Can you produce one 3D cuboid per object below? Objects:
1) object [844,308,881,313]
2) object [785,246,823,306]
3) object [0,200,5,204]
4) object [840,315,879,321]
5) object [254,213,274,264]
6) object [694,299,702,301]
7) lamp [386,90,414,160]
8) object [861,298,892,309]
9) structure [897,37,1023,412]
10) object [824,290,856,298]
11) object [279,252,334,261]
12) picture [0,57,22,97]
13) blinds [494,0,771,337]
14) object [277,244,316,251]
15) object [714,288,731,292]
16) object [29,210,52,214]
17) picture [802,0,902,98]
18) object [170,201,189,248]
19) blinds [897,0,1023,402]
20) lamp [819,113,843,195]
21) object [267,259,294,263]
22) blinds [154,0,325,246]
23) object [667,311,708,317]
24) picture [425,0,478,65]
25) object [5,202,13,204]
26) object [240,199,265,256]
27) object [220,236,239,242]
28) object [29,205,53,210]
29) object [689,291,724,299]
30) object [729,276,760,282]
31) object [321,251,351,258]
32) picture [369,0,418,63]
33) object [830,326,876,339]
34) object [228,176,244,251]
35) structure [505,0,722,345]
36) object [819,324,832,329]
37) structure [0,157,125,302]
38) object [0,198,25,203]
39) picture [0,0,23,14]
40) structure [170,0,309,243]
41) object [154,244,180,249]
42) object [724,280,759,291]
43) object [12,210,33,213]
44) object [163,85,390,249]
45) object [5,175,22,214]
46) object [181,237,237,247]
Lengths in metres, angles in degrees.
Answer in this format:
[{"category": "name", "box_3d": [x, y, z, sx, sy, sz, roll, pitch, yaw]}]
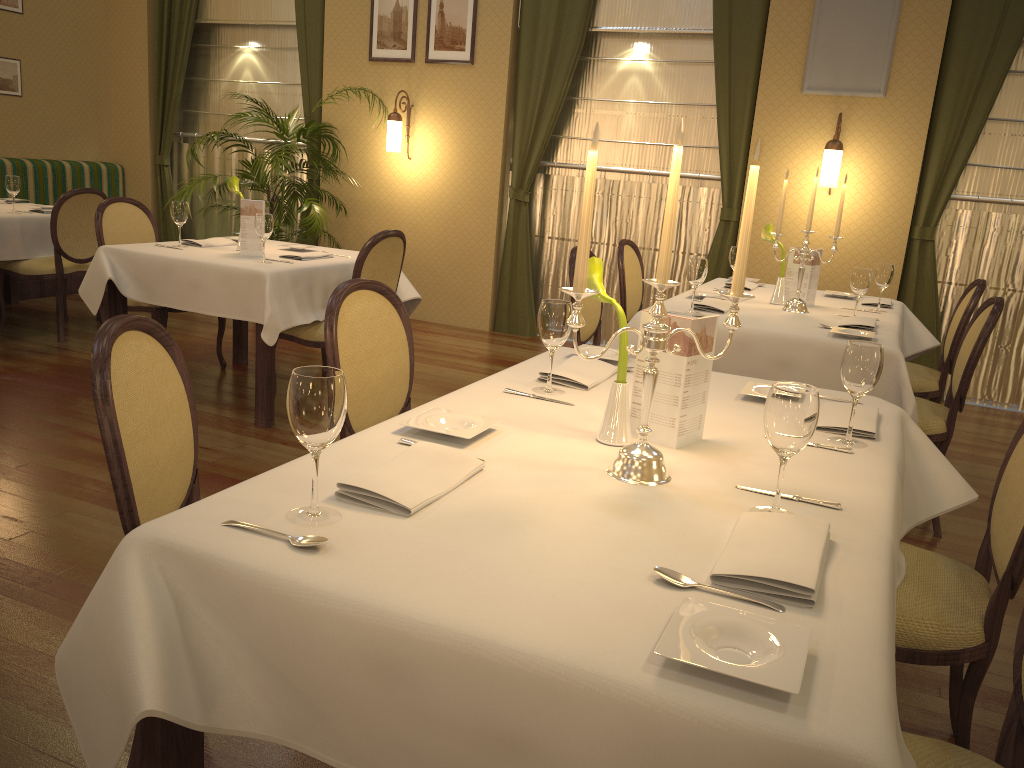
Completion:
[{"category": "object", "box_3d": [1.673, -0.357, 4.263, 0.185, 0.010, 0.017, 10, 15, 22]}, {"category": "object", "box_3d": [1.406, -0.511, 4.248, 0.166, 0.277, 0.081, 3, 14, -6]}, {"category": "object", "box_3d": [-3.647, -1.255, 6.081, 0.142, 0.033, 0.273, 10, 15, 22]}, {"category": "object", "box_3d": [1.559, -0.303, 4.006, 0.185, 0.010, 0.017, 10, 15, 22]}, {"category": "object", "box_3d": [-1.172, -0.688, 4.191, 0.088, 0.229, 0.088, 0, 15, -19]}, {"category": "object", "box_3d": [0.928, -0.379, 4.101, 0.185, 0.010, 0.017, 11, 15, 23]}, {"category": "lamp", "box_3d": [-0.872, -2.010, 6.872, 0.114, 0.513, 0.323, 8, 14, 11]}, {"category": "object", "box_3d": [1.881, -0.420, 4.569, 0.142, 0.024, 0.273, 10, 15, 22]}, {"category": "structure", "box_3d": [3.571, -1.995, 5.277, 1.898, 4.511, 0.137, 10, 15, 22]}, {"category": "object", "box_3d": [1.750, -0.473, 4.733, 0.160, 0.024, 0.160, 10, 15, 22]}, {"category": "object", "box_3d": [-1.052, -0.657, 4.546, 0.142, 0.024, 0.273, 10, 15, 22]}, {"category": "picture", "box_3d": [-4.150, -2.489, 7.148, 0.008, 0.294, 0.437, 10, 15, 22]}, {"category": "blinds", "box_3d": [0.864, -2.470, 6.241, 1.878, 4.537, 0.129, 10, 15, 22]}, {"category": "object", "box_3d": [-1.170, -0.740, 4.836, 0.160, 0.024, 0.160, 10, 15, 22]}, {"category": "object", "box_3d": [1.128, -0.474, 4.554, 0.185, 0.010, 0.017, 11, 15, 23]}, {"category": "object", "box_3d": [-3.013, -1.139, 5.839, 0.142, 0.024, 0.273, 10, 15, 22]}, {"category": "picture", "box_3d": [2.169, -2.238, 5.645, 0.512, 0.769, 0.027, 10, 15, 22]}, {"category": "object", "box_3d": [-1.702, -0.818, 4.542, 0.088, 0.229, 0.088, 0, 15, -19]}, {"category": "blinds", "box_3d": [3.532, -1.983, 5.164, 1.876, 4.537, 0.129, 10, 15, 22]}, {"category": "lamp", "box_3d": [2.048, -1.477, 5.693, 0.114, 0.513, 0.323, 8, 14, 11]}, {"category": "object", "box_3d": [-1.142, -0.602, 4.311, 0.185, 0.010, 0.017, 10, 15, 22]}, {"category": "blinds", "box_3d": [-2.339, -3.057, 7.545, 1.934, 4.537, 0.225, 10, 15, 21]}, {"category": "object", "box_3d": [0.720, -0.293, 3.676, 0.181, 0.015, 0.038, 11, 15, 23]}, {"category": "picture", "box_3d": [-0.459, -2.746, 6.706, 0.412, 0.619, 0.022, 10, 15, 22]}, {"category": "object", "box_3d": [-3.568, -1.277, 6.226, 0.181, 0.015, 0.038, 11, 15, 23]}, {"category": "object", "box_3d": [-1.326, -0.782, 4.430, 0.166, 0.277, 0.081, 12, 16, 28]}, {"category": "object", "box_3d": [-1.539, -0.811, 5.000, 0.160, 0.024, 0.160, 10, 15, 22]}, {"category": "object", "box_3d": [-3.144, -1.191, 6.003, 0.160, 0.024, 0.160, 10, 15, 22]}, {"category": "object", "box_3d": [0.936, -0.416, 4.229, 0.160, 0.024, 0.160, 10, 15, 22]}, {"category": "object", "box_3d": [1.325, -0.590, 5.064, 0.160, 0.024, 0.160, 10, 15, 22]}, {"category": "object", "box_3d": [-0.941, -0.692, 4.734, 0.181, 0.015, 0.038, 11, 15, 23]}, {"category": "picture", "box_3d": [-0.924, -2.831, 6.893, 0.412, 0.619, 0.022, 10, 15, 22]}, {"category": "object", "box_3d": [1.325, -0.191, 3.450, 0.160, 0.024, 0.160, 10, 15, 22]}, {"category": "object", "box_3d": [-1.415, -0.886, 4.610, 0.076, 0.375, 0.163, -9, 19, -44]}, {"category": "structure", "box_3d": [0.904, -2.481, 6.353, 1.900, 4.511, 0.134, 10, 15, 22]}, {"category": "object", "box_3d": [1.342, -0.225, 3.609, 0.181, 0.015, 0.038, 11, 15, 23]}, {"category": "structure", "box_3d": [-6.322, -0.141, 1.754, 0.850, 1.031, 14.516, 10, 15, 22]}, {"category": "object", "box_3d": [-3.568, -1.308, 6.334, 0.160, 0.024, 0.160, 10, 15, 22]}, {"category": "picture", "box_3d": [-4.092, -3.122, 7.005, 0.008, 0.294, 0.504, 10, 15, 22]}, {"category": "structure", "box_3d": [-2.296, -3.067, 7.651, 1.942, 4.511, 0.123, 10, 15, 22]}, {"category": "object", "box_3d": [-1.736, -0.695, 4.490, 0.185, 0.010, 0.017, 11, 15, 23]}, {"category": "object", "box_3d": [1.246, -0.536, 4.811, 0.142, 0.033, 0.273, 10, 15, 22]}, {"category": "object", "box_3d": [-3.149, -1.109, 5.694, 0.185, 0.010, 0.017, 10, 15, 22]}, {"category": "object", "box_3d": [-1.751, -1.422, 6.871, 1.496, 1.807, 1.552, 5, 14, 3]}, {"category": "object", "box_3d": [-3.124, -1.187, 5.557, 0.088, 0.229, 0.088, 0, 15, -19]}, {"category": "object", "box_3d": [-1.618, -0.758, 4.747, 0.142, 0.033, 0.273, 10, 15, 22]}]
